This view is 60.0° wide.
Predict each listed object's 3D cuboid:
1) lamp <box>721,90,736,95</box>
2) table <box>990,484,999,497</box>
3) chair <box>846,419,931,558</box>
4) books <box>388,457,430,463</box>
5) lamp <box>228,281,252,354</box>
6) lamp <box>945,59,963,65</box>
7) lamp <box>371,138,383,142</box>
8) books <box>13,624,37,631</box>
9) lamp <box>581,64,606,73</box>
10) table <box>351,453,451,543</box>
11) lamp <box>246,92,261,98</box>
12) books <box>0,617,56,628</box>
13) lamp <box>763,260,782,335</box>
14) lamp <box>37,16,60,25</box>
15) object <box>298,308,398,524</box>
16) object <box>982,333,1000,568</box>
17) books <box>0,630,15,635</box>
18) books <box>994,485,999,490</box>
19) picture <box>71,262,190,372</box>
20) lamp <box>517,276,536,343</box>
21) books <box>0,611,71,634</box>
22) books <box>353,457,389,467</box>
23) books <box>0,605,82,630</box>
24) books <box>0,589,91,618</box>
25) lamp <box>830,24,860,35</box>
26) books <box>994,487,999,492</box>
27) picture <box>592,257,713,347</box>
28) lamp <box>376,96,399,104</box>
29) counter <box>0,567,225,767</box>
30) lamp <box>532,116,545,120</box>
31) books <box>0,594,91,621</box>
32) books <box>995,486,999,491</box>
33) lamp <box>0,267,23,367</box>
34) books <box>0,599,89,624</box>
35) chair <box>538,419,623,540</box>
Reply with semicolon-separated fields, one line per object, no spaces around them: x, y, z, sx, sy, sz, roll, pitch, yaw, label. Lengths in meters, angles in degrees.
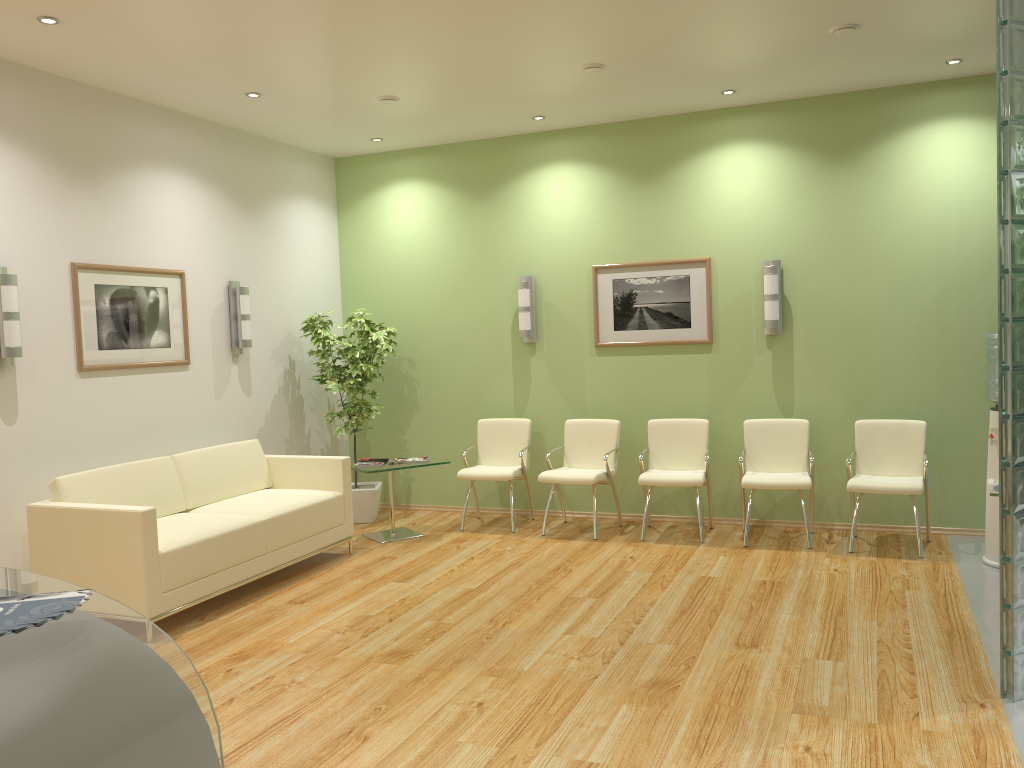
1.602;-2.159;6.567;0.105;0.011;0.105;-2;3;3;lamp
3.135;0.909;5.127;0.581;0.614;0.581;0;4;36;table
2.692;0.723;6.348;0.536;0.881;0.650;0;4;27;chair
-0.838;0.614;7.253;0.328;0.031;0.230;-2;3;-2;books
-2.155;-0.528;7.054;0.142;0.580;0.134;-1;3;22;lamp
2.990;-2.179;5.998;0.105;0.011;0.105;-2;3;3;lamp
-1.173;-2.119;7.705;0.105;0.011;0.105;-5;4;-42;lamp
-0.963;0.427;1.590;0.150;0.004;0.210;-5;4;-43;books
0.535;-2.072;5.842;0.167;0.024;0.167;-3;3;-17;lamp
-0.985;0.942;7.282;0.736;0.614;0.736;-4;4;-33;table
-1.800;-2.010;6.174;0.105;0.011;0.105;-4;4;-34;lamp
-0.951;0.426;1.604;0.210;0.004;0.150;0;4;37;books
2.035;-0.678;6.943;0.134;0.580;0.142;-1;3;22;lamp
-2.426;-1.901;4.643;0.105;0.011;0.105;-4;4;-34;lamp
-1.403;0.281;7.855;0.668;1.900;0.943;0;4;30;object
3.240;0.424;5.743;0.353;1.506;0.353;0;4;29;object
-0.978;0.428;1.579;0.150;0.004;0.210;-4;4;-33;books
2.924;0.606;5.146;0.210;0.004;0.150;0;4;37;books
-2.599;-0.460;6.125;0.025;0.700;1.000;-1;3;22;picture
0.122;-0.651;7.728;0.134;0.580;0.142;-1;3;22;lamp
-0.941;0.424;1.619;0.210;0.004;0.150;0;4;27;books
-1.139;0.629;7.190;0.230;0.031;0.328;-2;3;3;books
-0.934;0.423;1.636;0.210;0.004;0.150;-1;3;17;books
-0.932;0.420;1.690;0.210;0.004;0.150;-3;3;-13;books
1.970;-2.092;5.253;0.167;0.024;0.167;-2;3;5;lamp
2.907;0.608;5.114;0.210;0.004;0.150;-1;3;17;books
1.154;-0.669;7.368;1.000;0.700;0.025;-1;3;22;picture
-0.900;-2.052;6.430;0.167;0.024;0.167;-3;3;-17;lamp
-1.151;0.547;0.300;1.837;0.078;3.674;-2;3;7;counter
0.214;-2.139;7.136;0.105;0.011;0.105;-2;3;3;lamp
-0.930;0.421;1.672;0.210;0.004;0.150;-2;3;-3;books
2.914;0.607;5.131;0.210;0.004;0.150;0;4;27;books
-2.937;-0.392;5.144;0.142;0.580;0.134;-1;3;22;lamp
-0.930;0.422;1.654;0.210;0.004;0.150;-2;3;7;books
0.564;0.753;7.223;0.536;0.881;0.650;0;4;27;chair
